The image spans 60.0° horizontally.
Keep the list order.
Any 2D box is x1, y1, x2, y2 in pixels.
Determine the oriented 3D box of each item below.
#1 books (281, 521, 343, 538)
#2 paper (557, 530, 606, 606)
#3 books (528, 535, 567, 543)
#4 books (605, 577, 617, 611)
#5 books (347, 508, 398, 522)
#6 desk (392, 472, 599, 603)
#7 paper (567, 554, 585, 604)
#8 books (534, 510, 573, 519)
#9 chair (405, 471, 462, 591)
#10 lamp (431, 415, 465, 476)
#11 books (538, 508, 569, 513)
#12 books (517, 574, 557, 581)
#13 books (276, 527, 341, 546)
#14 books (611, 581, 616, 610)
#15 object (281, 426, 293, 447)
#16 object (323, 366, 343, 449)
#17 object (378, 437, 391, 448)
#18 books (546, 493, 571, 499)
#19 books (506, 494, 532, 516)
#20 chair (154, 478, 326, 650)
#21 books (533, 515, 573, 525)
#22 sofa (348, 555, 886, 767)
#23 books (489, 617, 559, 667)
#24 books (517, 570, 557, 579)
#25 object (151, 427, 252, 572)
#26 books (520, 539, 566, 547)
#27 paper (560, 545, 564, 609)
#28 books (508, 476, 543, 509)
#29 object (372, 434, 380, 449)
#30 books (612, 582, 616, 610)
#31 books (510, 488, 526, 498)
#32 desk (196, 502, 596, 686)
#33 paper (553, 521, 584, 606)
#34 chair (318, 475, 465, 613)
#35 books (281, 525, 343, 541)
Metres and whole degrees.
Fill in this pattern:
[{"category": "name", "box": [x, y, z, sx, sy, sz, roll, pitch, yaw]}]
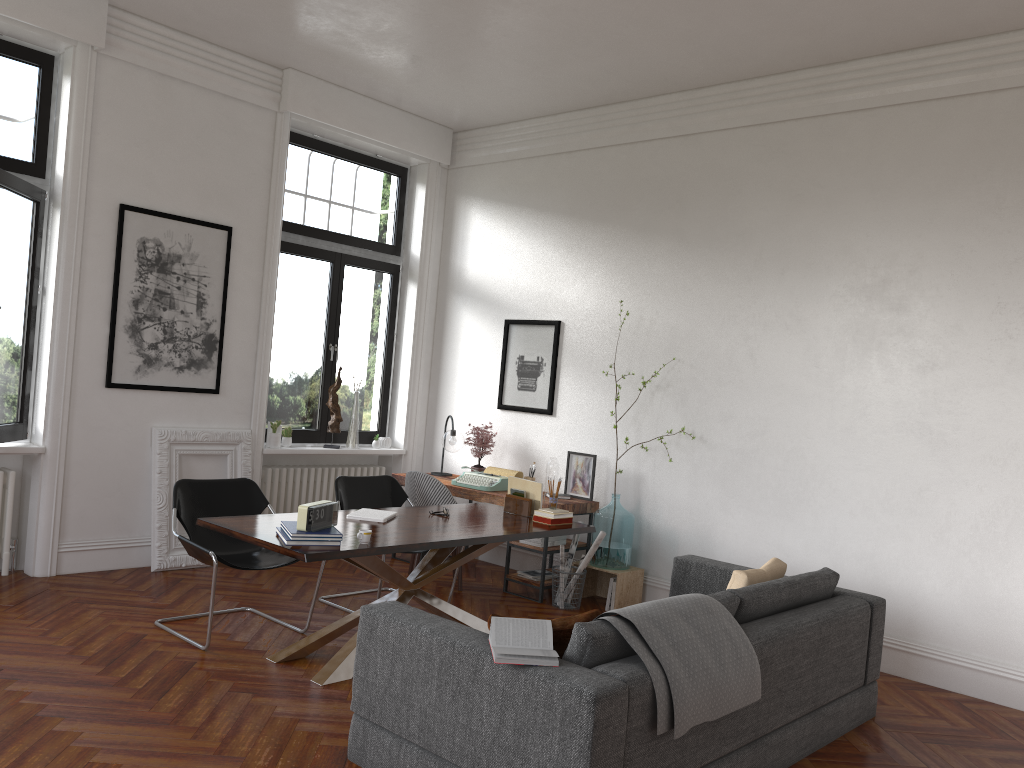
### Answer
[{"category": "books", "box": [-1.009, 0.728, 4.452, 0.250, 0.017, 0.344, 5, 0, -23]}, {"category": "paper", "box": [0.512, 1.365, 6.538, 0.330, 0.610, 0.047, 5, 1, 22]}, {"category": "books", "box": [0.244, 1.185, 6.898, 0.225, 0.038, 0.309, 5, 0, 42]}, {"category": "books", "box": [0.784, 1.573, 6.657, 0.054, 0.258, 0.188, 6, 1, 43]}, {"category": "books", "box": [-0.833, 0.788, 5.317, 0.231, 0.026, 0.325, 5, 0, 7]}, {"category": "desk", "box": [-0.214, 1.241, 7.439, 1.796, 0.758, 0.648, 5, 1, 42]}, {"category": "paper", "box": [0.482, 1.480, 6.695, 0.126, 0.388, 0.026, 5, 1, -25]}, {"category": "books", "box": [0.271, 0.840, 5.741, 0.164, 0.028, 0.208, 5, 0, 40]}, {"category": "chair", "box": [-0.591, 1.133, 6.988, 0.715, 0.900, 0.548, 6, 1, 35]}, {"category": "lamp", "box": [-0.568, 0.553, 7.902, 0.208, 0.550, 0.441, 5, 1, -24]}, {"category": "books", "box": [0.272, 0.821, 5.757, 0.128, 0.008, 0.159, 5, 0, 44]}, {"category": "books", "box": [0.201, 1.500, 6.931, 0.196, 0.014, 0.268, 5, 0, 41]}, {"category": "books", "box": [-1.027, 0.766, 4.456, 0.264, 0.027, 0.347, 5, 0, -23]}, {"category": "books", "box": [0.800, 1.587, 6.631, 0.012, 0.232, 0.170, 6, 1, 42]}, {"category": "object", "box": [-1.957, 0.454, 7.724, 0.097, 0.185, 0.099, 5, 1, -25]}, {"category": "object", "box": [-1.597, 0.206, 7.996, 0.165, 0.754, 0.142, 5, 1, -5]}, {"category": "object", "box": [-1.229, 0.564, 8.552, 0.132, 0.098, 0.134, 5, 0, 12]}, {"category": "books", "box": [0.356, 0.895, 7.106, 0.213, 0.031, 0.129, 5, 0, -10]}, {"category": "books", "box": [0.040, 0.814, 5.942, 0.221, 0.125, 0.029, 5, 1, 42]}, {"category": "chair", "box": [-1.631, 1.044, 5.297, 0.745, 0.873, 0.753, 6, 1, 42]}, {"category": "books", "box": [0.266, 0.874, 5.732, 0.159, 0.040, 0.216, 5, 0, 44]}, {"category": "sofa", "box": [0.671, 1.313, 4.261, 1.260, 0.829, 2.647, 5, 0, 42]}, {"category": "books", "box": [0.041, 0.923, 3.202, 0.225, 0.096, 0.278, 5, 0, -6]}, {"category": "books", "box": [0.202, 1.484, 6.931, 0.268, 0.014, 0.196, 5, 0, -36]}, {"category": "object", "box": [-2.394, 0.884, 6.902, 0.233, 1.062, 0.830, 6, 1, 42]}, {"category": "books", "box": [0.241, 1.220, 6.886, 0.225, 0.038, 0.309, 5, 0, 41]}, {"category": "paper", "box": [0.369, 1.428, 6.554, 0.073, 0.479, 0.033, 5, 1, -11]}, {"category": "books", "box": [0.088, 0.762, 6.022, 0.309, 0.239, 0.043, 5, 1, 42]}, {"category": "object", "box": [-1.282, 0.541, 8.368, 0.072, 0.134, 0.072, 5, 1, -22]}, {"category": "books", "box": [0.810, 1.588, 6.622, 0.012, 0.232, 0.170, 6, 1, 42]}, {"category": "books", "box": [0.042, 0.792, 6.004, 0.128, 0.157, 0.041, 6, 1, 42]}, {"category": "desk", "box": [-0.609, 1.193, 5.250, 1.028, 0.751, 2.228, 5, 0, 42]}, {"category": "paper", "box": [0.430, 1.359, 6.724, 0.047, 0.626, 0.294, 6, 1, 35]}, {"category": "chair", "box": [-0.841, 1.116, 6.167, 0.745, 0.873, 0.753, 6, 1, 42]}, {"category": "books", "box": [-1.011, 0.745, 4.452, 0.250, 0.017, 0.344, 5, 0, -23]}]
